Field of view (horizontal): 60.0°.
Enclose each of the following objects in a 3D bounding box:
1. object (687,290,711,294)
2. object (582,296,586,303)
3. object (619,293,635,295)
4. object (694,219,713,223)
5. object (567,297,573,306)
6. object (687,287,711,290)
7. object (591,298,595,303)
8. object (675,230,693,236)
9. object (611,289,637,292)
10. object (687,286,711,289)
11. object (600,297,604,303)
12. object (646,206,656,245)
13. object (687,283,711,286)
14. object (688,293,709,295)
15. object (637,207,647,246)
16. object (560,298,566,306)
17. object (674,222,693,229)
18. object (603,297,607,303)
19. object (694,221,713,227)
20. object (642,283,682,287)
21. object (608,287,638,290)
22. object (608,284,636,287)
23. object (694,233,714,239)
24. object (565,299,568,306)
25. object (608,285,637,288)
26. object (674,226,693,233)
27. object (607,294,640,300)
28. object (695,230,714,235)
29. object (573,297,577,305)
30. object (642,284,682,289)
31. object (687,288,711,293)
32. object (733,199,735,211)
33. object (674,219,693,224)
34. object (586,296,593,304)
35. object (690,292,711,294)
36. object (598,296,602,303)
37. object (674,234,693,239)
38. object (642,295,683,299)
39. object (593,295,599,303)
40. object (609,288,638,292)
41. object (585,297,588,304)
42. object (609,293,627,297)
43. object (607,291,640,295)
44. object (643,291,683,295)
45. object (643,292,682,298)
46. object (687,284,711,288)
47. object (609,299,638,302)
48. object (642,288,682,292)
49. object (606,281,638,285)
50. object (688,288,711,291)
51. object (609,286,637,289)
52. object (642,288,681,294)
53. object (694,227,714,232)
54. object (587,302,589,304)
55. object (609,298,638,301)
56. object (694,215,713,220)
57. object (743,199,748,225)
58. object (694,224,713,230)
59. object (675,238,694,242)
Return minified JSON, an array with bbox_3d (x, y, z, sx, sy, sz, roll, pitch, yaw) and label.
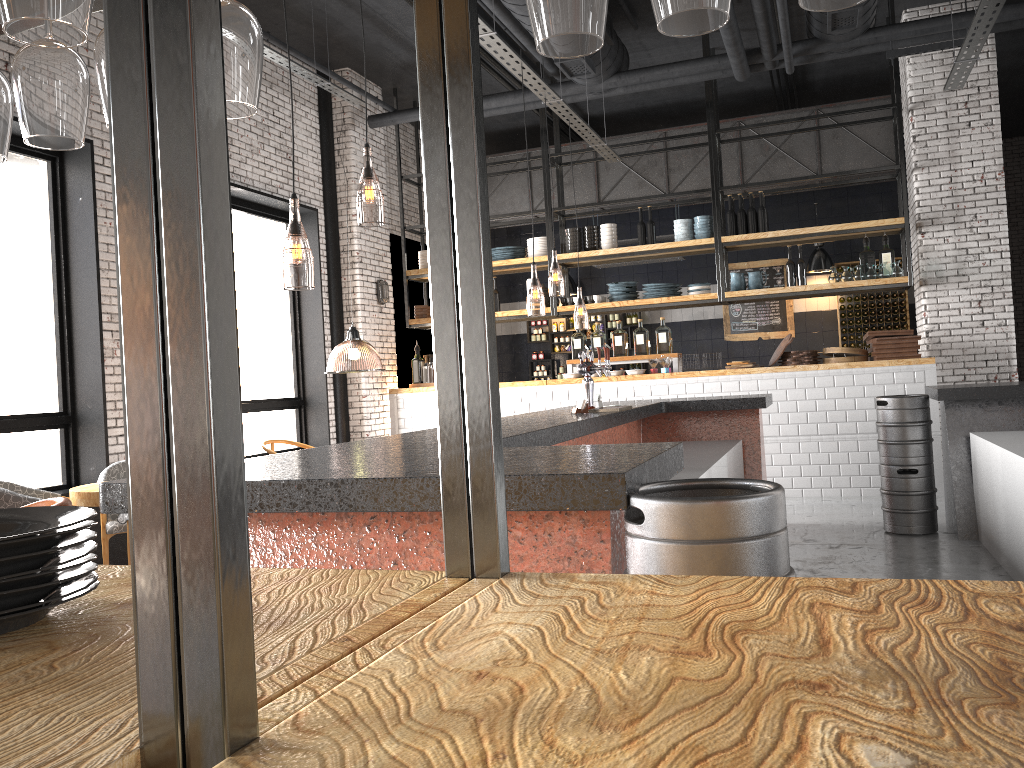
[{"bbox_3d":[2.101,-1.022,9.955,0.263,0.037,0.263,-3,0,-7],"label":"object"},{"bbox_3d":[0.818,-0.955,10.177,0.072,0.097,0.072,-4,-1,40],"label":"object"},{"bbox_3d":[1.286,-1.005,10.245,0.335,0.052,0.334,-3,0,-40],"label":"object"},{"bbox_3d":[2.150,-1.791,9.911,0.218,0.096,0.218,-3,0,3],"label":"object"},{"bbox_3d":[0.667,-0.947,10.230,0.072,0.097,0.072,-4,-1,41],"label":"object"},{"bbox_3d":[2.100,-1.064,9.956,0.263,0.028,0.263,-3,0,-43],"label":"object"},{"bbox_3d":[0.930,-0.962,10.261,0.072,0.097,0.072,-3,-1,-21],"label":"object"},{"bbox_3d":[1.943,-1.690,10.013,0.210,0.074,0.210,-3,0,-6],"label":"object"},{"bbox_3d":[1.283,-1.056,10.245,0.334,0.039,0.335,-3,0,19],"label":"object"},{"bbox_3d":[2.099,-1.075,9.956,0.263,0.029,0.263,-3,0,-4],"label":"object"},{"bbox_3d":[1.043,-0.969,10.345,0.072,0.097,0.072,-4,-1,19],"label":"object"},{"bbox_3d":[1.581,-1.788,10.088,0.098,0.471,0.098,-4,-1,42],"label":"object"},{"bbox_3d":[2.097,-1.104,9.956,0.265,0.037,0.265,-3,0,15],"label":"object"},{"bbox_3d":[2.104,-0.999,9.954,0.263,0.026,0.263,-3,0,-35],"label":"object"},{"bbox_3d":[1.479,-1.782,10.123,0.098,0.471,0.098,-4,-1,42],"label":"object"},{"bbox_3d":[0.594,-0.942,10.256,0.072,0.097,0.072,-4,-1,42],"label":"object"},{"bbox_3d":[1.934,-1.776,10.009,0.210,0.076,0.210,-3,0,-6],"label":"object"},{"bbox_3d":[1.082,-0.971,10.456,0.072,0.097,0.072,-4,-1,20],"label":"object"},{"bbox_3d":[2.143,-1.758,9.915,0.219,0.092,0.218,-3,0,-30],"label":"object"},{"bbox_3d":[1.708,-1.118,10.094,0.452,0.062,0.454,-3,0,35],"label":"object"},{"bbox_3d":[1.283,-1.085,10.247,0.334,0.052,0.334,-3,0,36],"label":"object"},{"bbox_3d":[1.282,-1.125,10.246,0.334,0.048,0.335,-3,0,6],"label":"object"},{"bbox_3d":[2.153,-1.629,9.908,0.219,0.085,0.218,-3,0,-11],"label":"object"},{"bbox_3d":[0.633,-0.945,10.366,0.072,0.097,0.072,-4,-1,19],"label":"object"},{"bbox_3d":[1.281,-1.112,10.246,0.334,0.036,0.335,-3,0,9],"label":"object"},{"bbox_3d":[1.934,-1.733,10.011,0.210,0.078,0.210,-3,0,42],"label":"object"},{"bbox_3d":[1.288,-0.987,10.246,0.373,0.067,0.372,-3,0,1],"label":"object"},{"bbox_3d":[2.156,-1.663,9.908,0.218,0.093,0.218,-3,0,3],"label":"object"},{"bbox_3d":[0.741,-0.951,10.204,0.072,0.097,0.072,-3,-1,-31],"label":"object"},{"bbox_3d":[1.707,-1.093,10.093,0.454,0.048,0.454,-3,0,-44],"label":"object"},{"bbox_3d":[2.100,-1.039,9.956,0.265,0.038,0.265,-3,0,42],"label":"object"},{"bbox_3d":[2.493,-1.841,9.972,0.098,0.471,0.098,-4,-1,42],"label":"object"},{"bbox_3d":[1.934,-1.819,10.010,0.210,0.074,0.210,-3,0,24],"label":"object"},{"bbox_3d":[0.891,-0.959,10.151,0.072,0.097,0.072,-4,-1,28],"label":"object"},{"bbox_3d":[2.102,-1.011,9.954,0.263,0.038,0.263,-3,0,35],"label":"object"},{"bbox_3d":[1.004,-0.966,10.235,0.072,0.097,0.072,-4,-1,24],"label":"object"},{"bbox_3d":[1.942,-1.646,10.009,0.210,0.069,0.210,-3,0,-15],"label":"object"},{"bbox_3d":[1.715,-0.974,10.092,0.454,0.033,0.454,-3,0,2],"label":"object"},{"bbox_3d":[0.965,-0.964,10.124,0.072,0.097,0.072,-3,-1,-39],"label":"object"},{"bbox_3d":[1.285,-1.069,10.246,0.334,0.052,0.334,-3,0,-32],"label":"object"},{"bbox_3d":[0.857,-0.958,10.287,0.072,0.097,0.072,-3,-1,-43],"label":"object"},{"bbox_3d":[1.285,-1.017,10.244,0.334,0.045,0.335,-3,0,16],"label":"object"},{"bbox_3d":[1.288,-1.039,10.243,0.371,0.071,0.373,-3,0,32],"label":"object"},{"bbox_3d":[1.713,-1.023,10.092,0.453,0.050,0.454,-3,0,40],"label":"object"},{"bbox_3d":[1.712,-0.998,10.093,0.454,0.042,0.454,-3,0,-6],"label":"object"},{"bbox_3d":[2.098,-1.093,9.956,0.265,0.034,0.265,-3,0,32],"label":"object"},{"bbox_3d":[1.290,-0.951,10.243,0.335,0.033,0.334,-3,0,-11],"label":"object"},{"bbox_3d":[1.710,-1.071,10.092,0.454,0.065,0.452,-3,0,-18],"label":"object"},{"bbox_3d":[1.278,-1.145,10.246,0.373,0.050,0.373,-3,0,41],"label":"object"},{"bbox_3d":[2.101,-1.053,9.955,0.263,0.032,0.263,-3,0,-22],"label":"object"},{"bbox_3d":[1.281,-1.096,10.245,0.335,0.035,0.334,-3,0,-5],"label":"object"},{"bbox_3d":[1.708,-1.047,10.092,0.453,0.062,0.454,-3,0,-26],"label":"object"},{"bbox_3d":[2.145,-1.694,9.910,0.218,0.092,0.218,-3,0,9],"label":"object"},{"bbox_3d":[0.896,-0.960,10.397,0.072,0.097,0.072,-3,-1,-41],"label":"object"},{"bbox_3d":[1.289,-0.965,10.242,0.334,0.046,0.334,-3,0,5],"label":"object"},{"bbox_3d":[2.145,-1.822,9.915,0.218,0.091,0.218,-3,0,37],"label":"object"},{"bbox_3d":[2.594,-1.840,9.936,0.098,0.458,0.098,-4,-1,42],"label":"object"},{"bbox_3d":[2.145,-1.726,9.914,0.219,0.092,0.218,-3,0,-35],"label":"object"},{"bbox_3d":[1.946,-1.603,10.009,0.210,0.065,0.210,-3,0,37],"label":"object"}]
